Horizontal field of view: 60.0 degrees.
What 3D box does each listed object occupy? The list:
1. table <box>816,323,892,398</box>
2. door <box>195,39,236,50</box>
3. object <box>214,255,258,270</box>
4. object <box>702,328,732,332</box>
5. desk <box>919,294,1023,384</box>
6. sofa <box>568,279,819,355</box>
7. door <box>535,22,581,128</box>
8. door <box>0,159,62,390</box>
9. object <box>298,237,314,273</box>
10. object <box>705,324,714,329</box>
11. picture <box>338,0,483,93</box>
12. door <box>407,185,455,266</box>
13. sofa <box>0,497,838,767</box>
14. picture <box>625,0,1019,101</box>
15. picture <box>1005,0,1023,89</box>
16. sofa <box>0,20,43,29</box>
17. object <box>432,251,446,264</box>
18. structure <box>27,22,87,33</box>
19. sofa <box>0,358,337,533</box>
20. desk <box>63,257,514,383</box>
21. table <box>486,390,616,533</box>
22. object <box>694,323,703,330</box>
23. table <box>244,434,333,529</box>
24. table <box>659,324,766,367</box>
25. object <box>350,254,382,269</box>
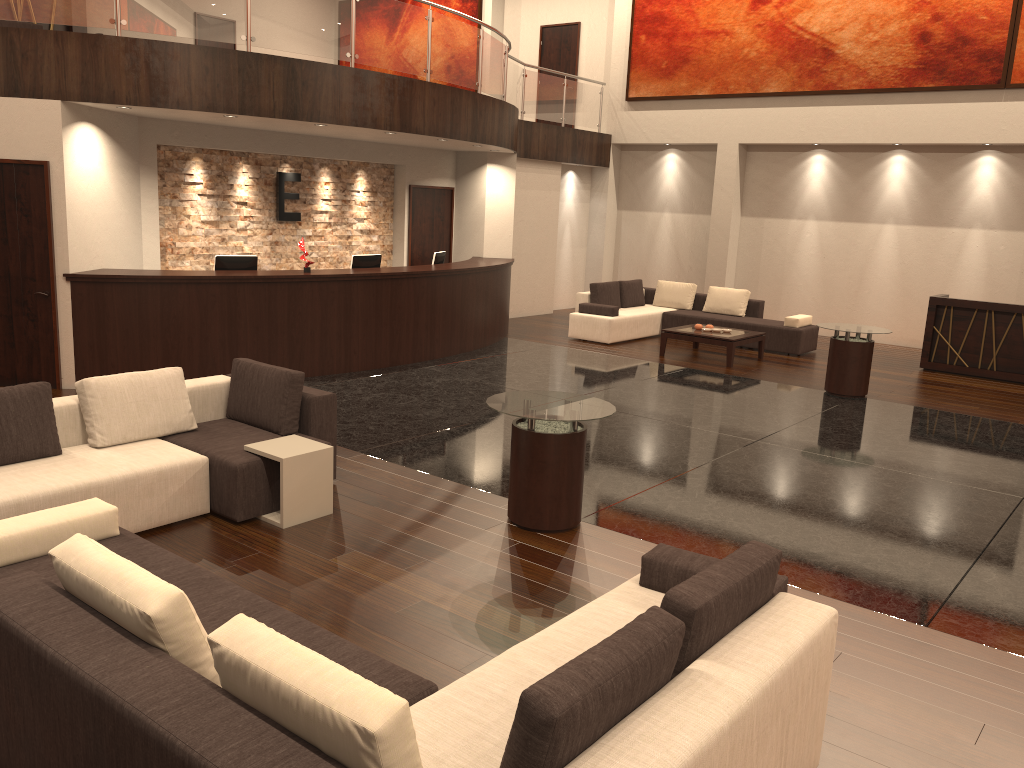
[{"bbox_3d":[4.022,-0.275,10.564,0.833,0.795,0.844,0,12,-13],"label":"table"},{"bbox_3d":[-6.464,-6.849,19.385,0.104,2.232,0.990,12,15,37],"label":"door"},{"bbox_3d":[-3.101,-1.202,9.987,0.483,0.485,0.189,-6,15,-36],"label":"object"},{"bbox_3d":[2.927,-0.766,12.681,0.437,0.040,0.154,2,12,-6],"label":"object"},{"bbox_3d":[7.043,-0.546,11.974,2.606,1.043,0.700,12,15,37],"label":"desk"},{"bbox_3d":[2.799,-1.058,13.892,3.366,0.862,2.586,12,15,37],"label":"sofa"},{"bbox_3d":[0.943,-6.275,18.368,0.990,2.232,0.104,12,15,37],"label":"door"},{"bbox_3d":[-4.975,-1.062,8.695,0.990,2.232,0.104,2,12,-2],"label":"door"},{"bbox_3d":[-2.322,-1.462,10.047,0.163,0.390,0.165,-8,16,-43],"label":"object"},{"bbox_3d":[2.847,-0.825,12.777,0.119,0.106,0.119,7,12,19],"label":"object"},{"bbox_3d":[-2.452,-7.625,20.301,4.515,2.526,0.070,12,15,37],"label":"picture"},{"bbox_3d":[-1.305,-1.994,14.047,0.104,2.232,0.990,12,15,37],"label":"door"},{"bbox_3d":[-0.588,0.887,3.713,3.366,0.862,2.586,12,15,37],"label":"sofa"},{"bbox_3d":[4.785,-6.121,14.762,6.485,2.526,0.070,12,15,37],"label":"picture"},{"bbox_3d":[9.104,-5.223,11.456,4.515,2.526,0.070,12,15,37],"label":"picture"},{"bbox_3d":[-8.419,-4.624,11.565,2.586,0.862,3.366,12,15,37],"label":"sofa"},{"bbox_3d":[-1.022,-1.609,12.440,0.189,0.485,0.483,5,12,12],"label":"object"},{"bbox_3d":[-8.939,-7.272,15.886,0.187,4.236,2.524,12,15,37],"label":"structure"},{"bbox_3d":[-2.442,0.422,5.517,1.291,0.862,2.846,12,15,37],"label":"sofa"},{"bbox_3d":[-1.983,-0.930,11.374,1.674,1.171,7.146,12,15,38],"label":"desk"},{"bbox_3d":[0.233,0.521,5.829,0.833,0.795,0.844,0,12,-13],"label":"table"},{"bbox_3d":[2.694,-0.835,12.792,0.119,0.106,0.119,-4,13,-28],"label":"object"},{"bbox_3d":[-1.451,0.624,5.770,0.400,0.460,0.400,12,15,37],"label":"table"},{"bbox_3d":[2.891,-0.573,12.764,1.100,0.380,1.100,12,15,37],"label":"table"},{"bbox_3d":[-1.830,-1.381,11.149,0.189,0.485,0.483,12,15,37],"label":"object"}]
